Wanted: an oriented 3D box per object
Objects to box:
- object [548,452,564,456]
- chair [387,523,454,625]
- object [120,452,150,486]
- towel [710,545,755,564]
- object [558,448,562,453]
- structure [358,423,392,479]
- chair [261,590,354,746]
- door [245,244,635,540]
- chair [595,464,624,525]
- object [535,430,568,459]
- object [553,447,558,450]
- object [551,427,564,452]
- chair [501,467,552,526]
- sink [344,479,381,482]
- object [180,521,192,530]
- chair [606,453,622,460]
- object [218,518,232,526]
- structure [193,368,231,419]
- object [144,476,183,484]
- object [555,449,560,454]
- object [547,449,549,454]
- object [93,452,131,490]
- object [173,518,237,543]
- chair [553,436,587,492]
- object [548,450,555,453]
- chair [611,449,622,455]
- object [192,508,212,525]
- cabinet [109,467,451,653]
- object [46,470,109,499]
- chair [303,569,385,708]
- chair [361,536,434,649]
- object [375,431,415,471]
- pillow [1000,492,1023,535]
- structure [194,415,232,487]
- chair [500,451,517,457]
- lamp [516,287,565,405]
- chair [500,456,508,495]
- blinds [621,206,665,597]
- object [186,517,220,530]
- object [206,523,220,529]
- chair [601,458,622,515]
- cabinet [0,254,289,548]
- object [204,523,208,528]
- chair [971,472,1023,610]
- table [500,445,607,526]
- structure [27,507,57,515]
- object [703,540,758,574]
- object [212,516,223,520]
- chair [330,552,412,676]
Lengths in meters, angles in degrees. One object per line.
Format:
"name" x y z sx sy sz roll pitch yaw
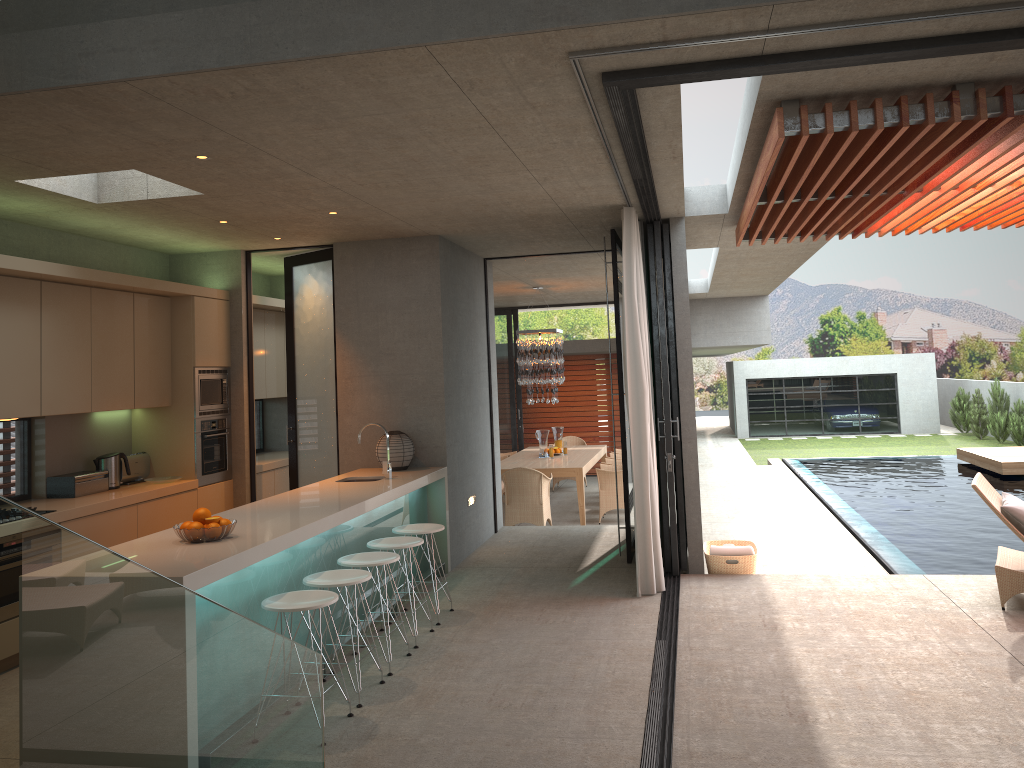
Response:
"object" 0.602 1.026 12.936 0.310 0.034 0.309 -3 1 -20
"chair" -0.653 1.337 6.267 0.381 0.627 0.380 -3 -3 11
"object" -3.229 0.715 7.464 0.150 0.249 0.389 -3 -1 11
"towel" 1.838 1.493 7.383 0.368 0.313 0.308 -3 -2 12
"object" 0.687 0.984 12.951 0.087 0.087 0.086 -2 -2 2
"structure" -1.103 0.534 7.036 0.258 0.444 0.096 -3 -4 11
"chair" -1.036 1.377 4.354 0.381 0.627 0.380 -3 -3 11
"door" 0.275 0.911 2.908 5.776 4.494 15.268 -2 0 -16
"chair" 1.445 1.353 11.545 0.629 0.868 0.615 -3 -2 11
"object" 0.545 0.854 12.751 0.324 0.388 0.540 -3 -1 27
"object" 0.641 0.945 12.919 0.071 0.048 0.071 -2 -1 -28
"object" 0.694 0.841 13.255 0.193 0.389 0.192 -2 -3 -7
"chair" 0.183 1.416 10.793 0.617 0.868 0.628 -3 -2 11
"sink" -1.194 0.852 7.055 0.374 0.135 0.373 -2 0 11
"object" -1.680 0.756 4.586 0.087 0.087 0.086 -2 -2 -28
"chair" 1.737 1.322 12.991 0.629 0.868 0.615 -3 -2 11
"object" -1.506 0.746 4.614 0.087 0.087 0.086 -2 -2 2
"structure" -2.890 0.081 7.944 0.459 0.439 0.595 -3 -1 11
"object" -2.925 0.810 7.423 0.310 0.034 0.309 -3 1 -20
"object" 0.661 0.990 12.871 0.080 0.081 0.081 -4 -2 40
"object" 0.513 0.993 12.922 0.087 0.087 0.086 -2 -2 -28
"object" -3.245 0.701 7.147 0.177 0.287 0.277 -3 -2 17
"object" -1.594 0.766 4.597 0.315 0.082 0.315 -2 0 11
"chair" 0.961 1.331 14.864 0.617 0.868 0.628 -3 -2 11
"object" 0.574 0.989 12.855 0.094 0.095 0.094 -2 -2 1
"chair" 1.883 1.306 13.714 0.629 0.868 0.615 -3 -2 11
"object" -1.623 0.695 4.626 0.094 0.095 0.095 -3 -2 31
"cabinet" -1.348 1.234 5.773 0.799 0.903 4.113 -3 0 11
"object" -3.345 0.773 6.819 0.240 0.161 0.399 -3 0 11
"chair" -0.942 1.368 4.817 0.381 0.627 0.380 -3 -3 11
"chair" -0.752 1.347 5.773 0.381 0.627 0.380 -3 -3 11
"object" -1.013 0.576 7.659 0.340 0.336 0.339 -2 -2 3
"pillow" 3.627 1.006 6.094 0.426 0.429 0.608 -3 -1 29
"structure" -2.850 0.591 7.905 0.497 0.583 0.595 -3 -2 11
"chair" -0.267 1.392 14.118 0.629 0.868 0.615 -3 -2 11
"lamp" 0.419 -0.565 13.122 0.617 1.765 0.617 -3 -4 11
"chair" -0.413 1.408 13.395 0.629 0.868 0.615 -3 -2 11
"blinds" 1.018 0.096 7.036 0.229 2.950 0.881 -3 -4 8
"object" -1.586 0.747 4.540 0.174 0.100 0.096 -2 -2 -34
"object" -1.532 0.753 4.534 0.080 0.081 0.081 -4 -2 40
"chair" 1.591 1.337 12.268 0.629 0.868 0.615 -3 -2 11
"cabinet" -2.564 0.439 6.466 1.963 2.576 7.456 -3 0 11
"object" -1.579 0.760 4.592 0.070 0.071 0.070 -1 -2 -40
"chair" 4.293 1.052 5.709 2.288 0.832 0.699 -2 -2 30
"table" 0.601 1.424 12.831 1.278 0.760 3.251 -3 0 11
"structure" -3.356 0.875 5.548 0.463 0.091 0.837 -2 1 11
"object" 1.865 1.547 7.526 0.445 0.302 0.678 -3 0 11
"object" -1.569 0.746 4.682 0.094 0.095 0.094 -2 -2 0
"chair" -0.848 1.357 5.286 0.381 0.627 0.380 -3 -3 11
